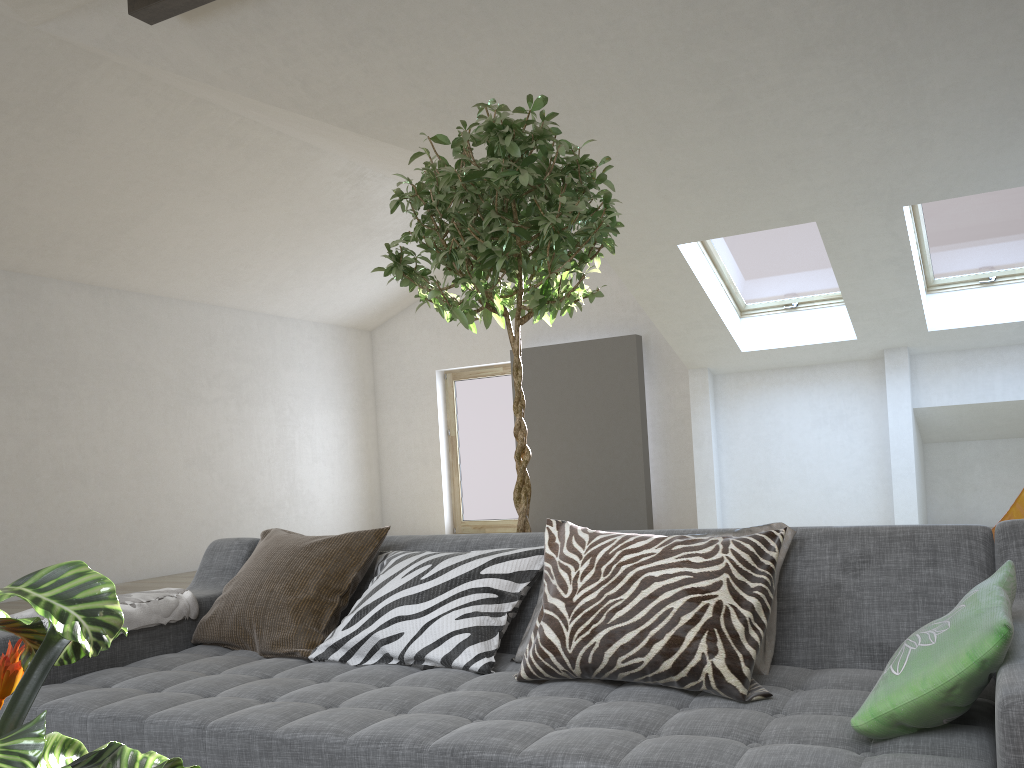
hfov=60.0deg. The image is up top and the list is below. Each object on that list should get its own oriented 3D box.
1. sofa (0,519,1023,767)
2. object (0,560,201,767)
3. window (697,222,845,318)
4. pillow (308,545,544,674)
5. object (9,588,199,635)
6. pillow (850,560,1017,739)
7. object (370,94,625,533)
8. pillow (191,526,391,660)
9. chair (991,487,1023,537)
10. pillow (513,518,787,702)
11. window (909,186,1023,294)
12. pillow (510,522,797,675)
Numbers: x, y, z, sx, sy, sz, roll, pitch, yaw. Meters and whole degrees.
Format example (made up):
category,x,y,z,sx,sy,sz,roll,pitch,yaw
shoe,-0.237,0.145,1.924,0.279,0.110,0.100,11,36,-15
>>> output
category,x,y,z,sx,sy,sz,roll,pitch,yaw
sofa,-0.051,0.710,2.029,2.479,0.682,1.020,-6,-4,27
object,-0.474,0.418,0.736,0.380,0.525,0.433,-4,-2,3
window,2.235,-1.002,7.507,1.482,0.727,1.894,-6,-5,28
pillow,-0.204,0.566,2.250,0.564,0.283,0.356,-6,-4,27
object,-1.137,0.788,2.440,0.360,0.418,0.479,-5,-3,31
pillow,0.723,0.449,1.497,0.230,0.260,0.440,-5,-4,30
object,-0.009,0.114,2.840,0.808,2.017,0.806,-4,-1,6
pillow,-0.645,0.586,2.521,0.580,0.337,0.308,-6,-4,37
chair,2.116,0.691,3.373,0.717,0.721,0.657,-2,-3,-32
pillow,0.283,0.452,1.860,0.561,0.340,0.280,-6,-3,31
window,3.655,-1.155,6.792,1.482,0.727,1.894,-6,-5,28
pillow,0.309,0.492,2.042,0.646,0.318,0.261,-6,-3,28
